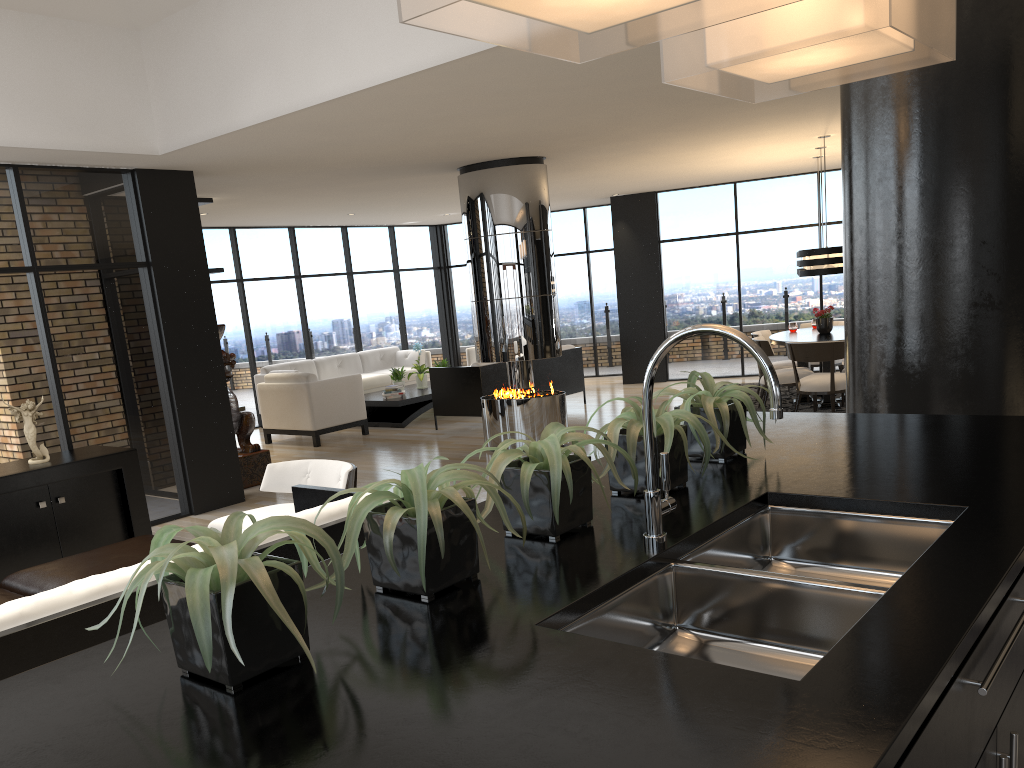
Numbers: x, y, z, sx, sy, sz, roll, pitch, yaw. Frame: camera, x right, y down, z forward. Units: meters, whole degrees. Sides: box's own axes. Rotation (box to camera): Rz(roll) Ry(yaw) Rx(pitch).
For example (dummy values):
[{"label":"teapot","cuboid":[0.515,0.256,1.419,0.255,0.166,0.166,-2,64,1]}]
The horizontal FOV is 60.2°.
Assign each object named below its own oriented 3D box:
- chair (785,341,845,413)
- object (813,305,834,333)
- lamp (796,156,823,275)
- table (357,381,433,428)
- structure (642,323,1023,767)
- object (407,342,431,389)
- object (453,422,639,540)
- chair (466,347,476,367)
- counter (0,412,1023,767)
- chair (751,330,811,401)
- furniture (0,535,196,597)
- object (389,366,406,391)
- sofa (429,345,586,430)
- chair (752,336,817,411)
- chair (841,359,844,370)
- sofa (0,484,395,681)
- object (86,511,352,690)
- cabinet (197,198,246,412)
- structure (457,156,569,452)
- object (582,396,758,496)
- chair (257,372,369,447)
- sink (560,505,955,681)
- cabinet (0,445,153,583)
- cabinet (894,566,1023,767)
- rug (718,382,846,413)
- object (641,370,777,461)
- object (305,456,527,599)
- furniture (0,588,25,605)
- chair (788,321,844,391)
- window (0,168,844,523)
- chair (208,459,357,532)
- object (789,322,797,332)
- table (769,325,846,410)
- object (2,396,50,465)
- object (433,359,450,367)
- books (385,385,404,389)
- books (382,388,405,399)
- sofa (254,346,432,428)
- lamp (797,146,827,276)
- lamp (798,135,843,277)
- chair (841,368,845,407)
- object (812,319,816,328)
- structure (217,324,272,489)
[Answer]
[{"label":"chair","cuboid":[3.096,-0.042,8.751,0.608,0.819,0.640,-14,13,-43]},{"label":"object","cuboid":[3.443,-0.712,9.756,0.229,0.303,0.233,-2,10,19]},{"label":"lamp","cuboid":[3.620,-1.991,10.401,0.536,1.351,0.526,-2,11,16]},{"label":"table","cuboid":[-1.246,0.243,12.094,1.262,0.357,2.005,0,8,40]},{"label":"structure","cuboid":[0.499,0.404,1.522,0.654,1.034,2.740,3,10,39]},{"label":"object","cuboid":[-1.241,-0.254,12.049,0.353,0.641,0.367,-11,12,-30]},{"label":"object","cuboid":[0.029,0.208,1.878,0.404,0.220,0.394,-9,8,-25]},{"label":"chair","cuboid":[-0.054,-0.284,13.518,0.999,0.870,0.843,1,11,39]},{"label":"counter","cuboid":[0.264,0.333,1.693,1.177,0.032,3.074,0,8,40]},{"label":"chair","cuboid":[3.137,-0.219,10.346,0.616,0.819,0.632,-1,11,27]},{"label":"furniture","cuboid":[-1.927,1.081,4.391,0.826,0.491,0.817,1,10,39]},{"label":"object","cuboid":[-1.519,-0.062,11.777,0.284,0.376,0.211,-5,10,3]},{"label":"sofa","cuboid":[-0.019,0.008,11.051,0.836,0.816,2.005,2,10,40]},{"label":"chair","cuboid":[2.921,-0.110,9.530,0.617,0.819,0.632,-4,10,10]},{"label":"chair","cuboid":[4.140,-0.279,10.012,0.616,0.819,0.632,-5,9,3]},{"label":"sofa","cuboid":[-1.335,0.974,3.354,0.836,0.816,2.005,2,10,40]},{"label":"object","cuboid":[-0.404,0.316,1.268,0.395,0.220,0.403,-9,8,-25]},{"label":"cabinet","cuboid":[-4.230,-0.408,9.485,2.656,2.786,1.169,2,13,40]},{"label":"structure","cuboid":[0.024,-0.723,8.622,0.892,2.788,0.576,0,12,27]},{"label":"object","cuboid":[0.319,0.135,2.186,0.395,0.243,0.403,-9,8,-25]},{"label":"chair","cuboid":[-2.409,0.249,10.707,0.999,0.870,0.843,1,11,39]},{"label":"sink","cuboid":[0.485,0.421,1.593,0.460,0.162,0.910,0,8,40]},{"label":"cabinet","cuboid":[-3.756,1.032,5.250,0.620,0.752,2.999,2,10,40]},{"label":"cabinet","cuboid":[0.314,0.865,1.800,1.177,1.054,3.074,2,10,40]},{"label":"rug","cuboid":[3.573,0.185,9.981,2.720,0.011,3.663,-4,6,17]},{"label":"object","cuboid":[0.595,0.077,2.478,0.404,0.243,0.394,-9,8,-25]},{"label":"object","cuboid":[-0.207,0.251,1.592,0.404,0.243,0.394,-9,8,-25]},{"label":"furniture","cuboid":[-2.460,1.202,3.753,0.826,0.491,0.817,1,10,39]},{"label":"chair","cuboid":[3.790,-0.336,10.844,0.641,0.819,0.607,2,12,38]},{"label":"window","cuboid":[-1.149,-1.475,6.888,10.132,4.862,15.646,-2,8,26]},{"label":"chair","cuboid":[-1.258,0.837,5.148,0.803,0.686,0.675,1,11,39]},{"label":"object","cuboid":[3.294,-0.665,10.345,0.095,0.108,0.094,-1,10,28]},{"label":"table","cuboid":[3.506,-0.183,9.851,1.210,0.781,2.072,-3,7,19]},{"label":"object","cuboid":[-3.172,0.300,5.837,0.105,0.467,0.253,4,14,40]},{"label":"object","cuboid":[-0.980,-0.182,12.402,0.284,0.376,0.211,-2,11,18]},{"label":"books","cuboid":[-1.503,0.035,11.286,0.185,0.027,0.152,-2,7,31]},{"label":"books","cuboid":[-1.512,0.112,11.302,0.307,0.128,0.221,-7,8,-11]},{"label":"sofa","cuboid":[-2.373,-0.002,12.976,0.853,0.869,2.660,2,10,40]},{"label":"lamp","cuboid":[3.361,-1.875,9.563,0.536,1.351,0.526,-2,11,16]},{"label":"lamp","cuboid":[3.101,-1.759,8.726,0.536,1.351,0.526,-2,11,16]},{"label":"chair","cuboid":[3.875,-0.174,9.279,0.614,0.819,0.635,4,13,45]},{"label":"object","cuboid":[3.645,-0.725,10.588,0.095,0.108,0.094,-8,9,-16]},{"label":"structure","cuboid":[-2.773,0.173,8.277,0.729,1.620,0.509,3,14,39]}]
